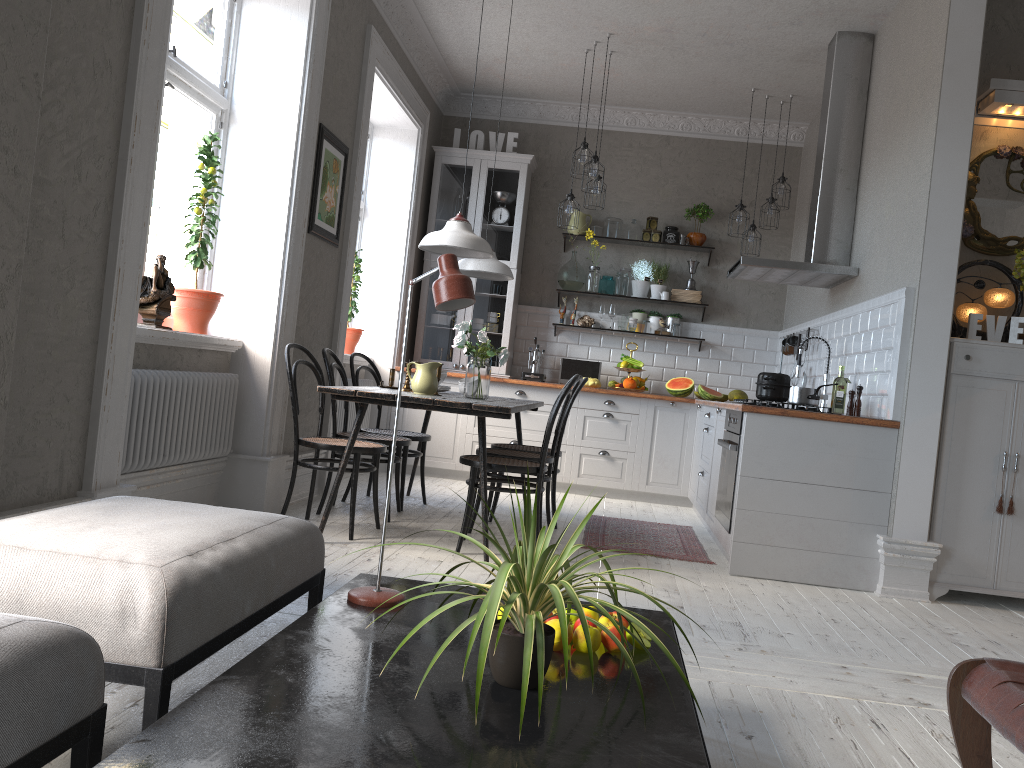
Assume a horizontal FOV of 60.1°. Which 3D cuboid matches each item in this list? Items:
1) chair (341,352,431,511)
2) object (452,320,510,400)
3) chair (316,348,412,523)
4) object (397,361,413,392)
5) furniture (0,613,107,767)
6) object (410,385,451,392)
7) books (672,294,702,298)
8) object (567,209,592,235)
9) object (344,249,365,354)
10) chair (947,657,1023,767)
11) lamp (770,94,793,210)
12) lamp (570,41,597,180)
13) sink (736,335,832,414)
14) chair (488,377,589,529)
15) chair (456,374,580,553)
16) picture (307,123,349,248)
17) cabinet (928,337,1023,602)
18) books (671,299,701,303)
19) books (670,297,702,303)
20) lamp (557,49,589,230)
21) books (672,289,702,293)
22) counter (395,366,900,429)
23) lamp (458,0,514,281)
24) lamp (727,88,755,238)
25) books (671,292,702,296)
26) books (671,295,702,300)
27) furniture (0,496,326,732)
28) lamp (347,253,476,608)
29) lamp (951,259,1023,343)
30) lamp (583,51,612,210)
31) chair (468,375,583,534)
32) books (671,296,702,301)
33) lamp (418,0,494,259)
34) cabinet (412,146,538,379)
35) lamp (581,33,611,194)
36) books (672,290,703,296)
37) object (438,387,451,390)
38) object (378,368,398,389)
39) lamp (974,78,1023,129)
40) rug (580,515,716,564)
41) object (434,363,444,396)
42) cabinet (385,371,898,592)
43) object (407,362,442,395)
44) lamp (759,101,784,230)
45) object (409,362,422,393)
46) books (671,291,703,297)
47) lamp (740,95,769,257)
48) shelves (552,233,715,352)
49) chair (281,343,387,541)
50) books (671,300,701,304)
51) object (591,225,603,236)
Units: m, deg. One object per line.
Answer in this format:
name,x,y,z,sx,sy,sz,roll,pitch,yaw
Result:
chair,-0.770,0.286,5.518,0.542,0.920,0.443,6,0,18
object,-0.173,-0.127,4.687,0.311,0.414,0.252,6,0,3
chair,-0.844,0.281,5.034,0.548,0.920,0.438,6,0,3
object,-0.551,-0.046,4.701,0.097,0.172,0.095,6,0,-13
furniture,-0.935,0.511,0.905,0.581,0.476,0.831,6,0,6
object,-0.477,0.033,5.165,0.234,0.027,0.241,6,0,23
books,1.518,-0.759,7.696,0.260,0.011,0.158,6,0,8
object,0.581,-1.396,7.707,0.188,0.216,0.175,6,0,19
object,-1.229,-0.632,6.733,0.255,0.813,0.265,6,0,33
chair,1.398,0.647,1.588,1.013,0.721,0.509,6,0,5
lamp,2.185,-2.237,6.928,0.149,1.735,0.144,6,0,-23
lamp,0.583,-2.334,6.296,0.147,1.735,0.146,6,0,-8
sink,1.675,0.044,5.413,0.526,0.720,0.487,6,0,5
chair,0.146,0.387,5.411,0.548,0.920,0.438,6,0,3
chair,0.015,0.379,4.397,0.548,0.920,0.438,6,0,3
picture,-1.067,-1.145,5.193,0.020,0.619,0.523,6,0,7
cabinet,2.413,0.451,4.474,0.664,1.297,0.385,6,0,5
books,1.513,-0.716,7.696,0.259,0.011,0.159,6,0,11
books,1.514,-0.727,7.696,0.258,0.016,0.159,6,0,17
lamp,0.498,-2.003,6.460,0.149,1.735,0.144,6,0,-28
books,1.522,-0.802,7.696,0.259,0.011,0.159,6,0,11
counter,0.540,0.041,6.150,3.151,0.039,3.402,6,0,5
lamp,-0.076,-1.571,5.322,0.376,1.858,0.383,6,0,13
lamp,1.846,-2.014,6.881,0.144,1.735,0.150,6,0,37
books,1.519,-0.770,7.696,0.259,0.011,0.159,6,0,11
books,1.516,-0.748,7.696,0.259,0.011,0.159,6,0,11
furniture,-0.823,0.518,1.887,0.581,0.476,0.831,6,0,6
lamp,-0.237,0.108,2.085,0.246,0.839,0.141,6,0,41
lamp,2.417,-0.364,4.576,0.445,0.558,0.173,6,0,12
lamp,0.688,-2.141,6.443,0.147,1.735,0.146,6,0,-8
chair,0.072,0.382,4.930,0.544,0.920,0.442,6,0,13
books,1.515,-0.738,7.696,0.258,0.016,0.159,6,0,14
lamp,-0.179,-1.577,4.430,0.371,1.858,0.387,6,0,43
cabinet,-0.330,-1.021,7.686,0.877,1.921,0.389,6,0,5
lamp,0.646,-2.195,6.131,0.150,1.735,0.143,6,0,-38
books,1.521,-0.791,7.696,0.258,0.016,0.159,6,0,14
object,-0.476,0.024,5.165,0.241,0.027,0.233,6,0,-27
object,-0.673,-0.030,4.951,0.141,0.112,0.138,6,0,-12
lamp,2.653,-1.454,4.615,0.414,0.171,0.220,6,0,5
rug,0.790,0.911,5.310,0.733,0.014,1.293,6,0,6
object,-0.382,-0.024,4.580,0.058,0.167,0.060,6,0,19
cabinet,0.959,0.500,6.264,2.029,0.854,4.108,6,0,-38
object,-0.446,-0.032,4.502,0.152,0.170,0.133,6,0,-33
lamp,2.149,-2.112,7.101,0.150,1.735,0.143,6,0,-43
object,-0.500,-0.040,4.625,0.061,0.172,0.063,6,0,27
books,1.520,-0.781,7.696,0.258,0.016,0.159,6,0,17
lamp,1.975,-1.877,7.005,0.149,1.735,0.144,6,0,-23
shelves,1.048,-0.778,7.724,1.312,0.923,0.229,6,0,4
chair,-0.904,0.278,4.480,0.544,0.920,0.442,6,0,13
books,1.512,-0.705,7.696,0.260,0.011,0.158,6,0,8
object,0.740,-1.325,7.754,0.103,0.111,0.103,6,0,5
